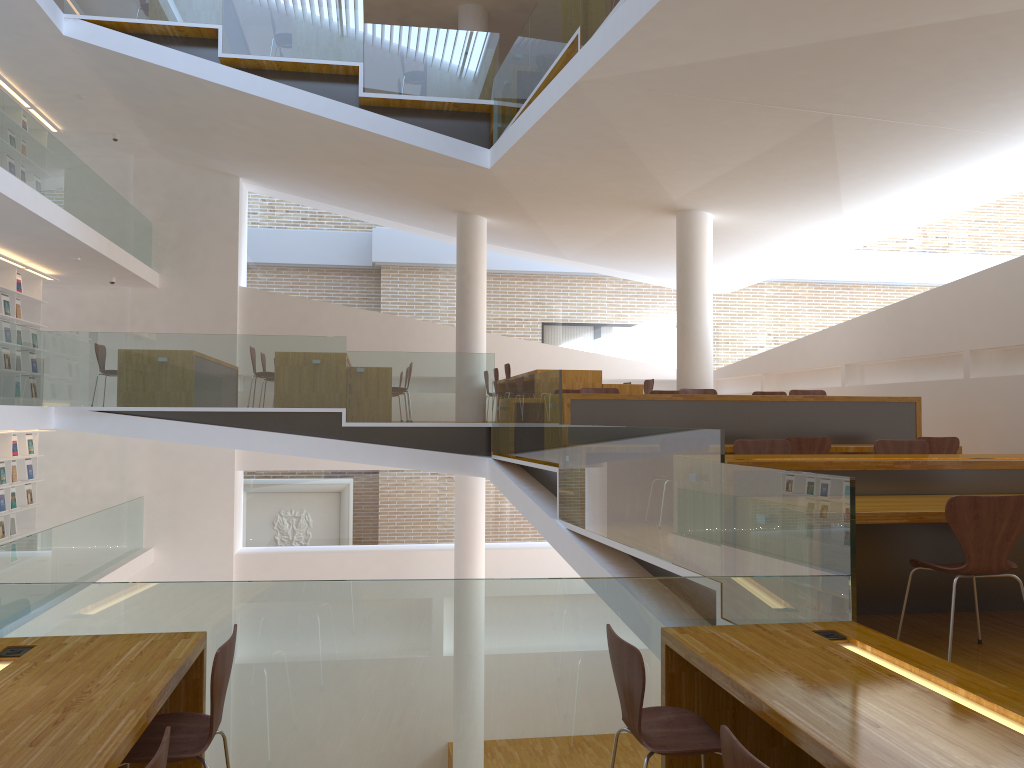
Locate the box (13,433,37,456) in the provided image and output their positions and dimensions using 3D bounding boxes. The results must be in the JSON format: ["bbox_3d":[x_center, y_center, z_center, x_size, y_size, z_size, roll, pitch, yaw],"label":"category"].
[{"bbox_3d":[-6.478,0.796,11.736,0.274,0.296,0.245,1,-2,-9],"label":"box"}]

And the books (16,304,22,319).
[{"bbox_3d":[-6.286,-0.912,11.290,0.037,0.210,0.145,1,-2,-9],"label":"books"}]

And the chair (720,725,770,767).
[{"bbox_3d":[0.661,1.092,1.812,0.381,0.693,0.428,1,-2,-9],"label":"chair"}]

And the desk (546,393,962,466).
[{"bbox_3d":[1.995,0.609,7.611,3.216,1.022,1.248,1,-2,-9],"label":"desk"}]

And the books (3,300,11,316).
[{"bbox_3d":[-6.231,-0.925,10.944,0.037,0.210,0.145,1,-2,-9],"label":"books"}]

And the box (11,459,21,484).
[{"bbox_3d":[-6.398,1.105,11.205,0.274,0.296,0.245,1,-2,-9],"label":"box"}]

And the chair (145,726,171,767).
[{"bbox_3d":[-0.895,1.082,1.733,0.381,0.693,0.428,1,-2,-9],"label":"chair"}]

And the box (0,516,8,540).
[{"bbox_3d":[-6.346,1.749,10.836,0.274,0.296,0.245,1,-2,-9],"label":"box"}]

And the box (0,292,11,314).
[{"bbox_3d":[-6.332,-0.967,10.926,0.274,0.296,0.245,1,-2,-9],"label":"box"}]

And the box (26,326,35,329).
[{"bbox_3d":[-6.472,-0.608,11.790,0.274,0.296,0.245,1,-2,-9],"label":"box"}]

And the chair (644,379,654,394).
[{"bbox_3d":[1.543,0.286,11.014,0.381,0.693,0.428,1,-2,-9],"label":"chair"}]

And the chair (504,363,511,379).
[{"bbox_3d":[0.106,0.113,10.435,0.381,0.693,0.428,1,-2,-9],"label":"chair"}]

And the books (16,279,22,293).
[{"bbox_3d":[-6.284,-1.226,11.302,0.037,0.210,0.145,1,-2,-9],"label":"books"}]

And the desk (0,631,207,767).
[{"bbox_3d":[-1.478,1.275,1.497,1.285,0.918,3.236,1,-2,-9],"label":"desk"}]

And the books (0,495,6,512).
[{"bbox_3d":[-6.239,1.462,10.854,0.037,0.210,0.145,1,-2,-9],"label":"books"}]

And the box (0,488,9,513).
[{"bbox_3d":[-6.343,1.420,10.836,0.274,0.296,0.245,1,-2,-9],"label":"box"}]

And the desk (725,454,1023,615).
[{"bbox_3d":[2.684,0.798,4.705,3.243,0.785,1.527,1,-2,-9],"label":"desk"}]

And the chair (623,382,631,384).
[{"bbox_3d":[1.391,0.321,11.973,0.381,0.693,0.428,1,-2,-9],"label":"chair"}]

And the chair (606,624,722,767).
[{"bbox_3d":[0.509,1.128,2.771,0.381,0.693,0.428,1,-2,-9],"label":"chair"}]

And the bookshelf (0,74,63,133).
[{"bbox_3d":[-6.207,-2.681,10.694,0.498,1.836,2.984,1,-2,-9],"label":"bookshelf"}]

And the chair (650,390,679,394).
[{"bbox_3d":[1.563,0.417,9.200,0.428,0.693,0.381,1,-2,-9],"label":"chair"}]

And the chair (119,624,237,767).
[{"bbox_3d":[-1.046,1.118,2.691,0.381,0.693,0.428,1,-2,-9],"label":"chair"}]

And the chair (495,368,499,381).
[{"bbox_3d":[-0.046,0.149,11.394,0.381,0.693,0.428,1,-2,-9],"label":"chair"}]

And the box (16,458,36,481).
[{"bbox_3d":[-6.480,1.123,11.724,0.274,0.296,0.245,1,-2,-9],"label":"box"}]

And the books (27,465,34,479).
[{"bbox_3d":[-6.376,1.175,11.742,0.037,0.210,0.145,1,-2,-9],"label":"books"}]

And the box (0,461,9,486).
[{"bbox_3d":[-6.341,1.092,10.848,0.274,0.296,0.245,1,-2,-9],"label":"box"}]

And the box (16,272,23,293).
[{"bbox_3d":[-6.387,-1.282,11.296,0.274,0.296,0.245,1,-2,-9],"label":"box"}]

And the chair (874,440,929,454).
[{"bbox_3d":[2.591,0.707,5.675,0.428,0.693,0.381,1,-2,-9],"label":"chair"}]

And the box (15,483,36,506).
[{"bbox_3d":[-6.484,1.453,11.725,0.274,0.296,0.245,1,-2,-9],"label":"box"}]

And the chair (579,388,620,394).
[{"bbox_3d":[0.852,0.375,8.191,0.428,0.693,0.381,1,-2,-9],"label":"chair"}]

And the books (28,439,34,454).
[{"bbox_3d":[-6.378,0.838,11.754,0.037,0.210,0.145,1,-2,-9],"label":"books"}]

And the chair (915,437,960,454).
[{"bbox_3d":[3.349,0.771,7.190,0.428,0.693,0.381,1,-2,-9],"label":"chair"}]

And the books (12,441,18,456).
[{"bbox_3d":[-6.294,0.824,11.224,0.037,0.210,0.145,1,-2,-9],"label":"books"}]

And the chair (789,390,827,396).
[{"bbox_3d":[2.910,0.396,8.477,0.428,0.693,0.381,1,-2,-9],"label":"chair"}]

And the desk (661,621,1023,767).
[{"bbox_3d":[1.168,1.140,1.728,0.760,0.606,3.185,1,-2,-9],"label":"desk"}]

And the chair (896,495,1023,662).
[{"bbox_3d":[1.911,0.802,3.748,0.428,0.693,0.381,1,-2,-9],"label":"chair"}]

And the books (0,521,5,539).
[{"bbox_3d":[-6.241,1.787,10.845,0.037,0.210,0.145,1,-2,-9],"label":"books"}]

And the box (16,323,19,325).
[{"bbox_3d":[-6.388,-0.627,11.261,0.274,0.296,0.245,1,-2,-9],"label":"box"}]

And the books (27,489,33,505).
[{"bbox_3d":[-6.378,1.500,11.733,0.037,0.210,0.145,1,-2,-9],"label":"books"}]

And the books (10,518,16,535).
[{"bbox_3d":[-6.293,1.799,11.173,0.037,0.210,0.145,1,-2,-9],"label":"books"}]

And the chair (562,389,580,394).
[{"bbox_3d":[0.604,0.407,9.048,0.428,0.693,0.381,1,-2,-9],"label":"chair"}]

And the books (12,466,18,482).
[{"bbox_3d":[-6.295,1.139,11.212,0.037,0.210,0.145,1,-2,-9],"label":"books"}]

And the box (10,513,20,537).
[{"bbox_3d":[-6.402,1.762,11.190,0.274,0.296,0.245,1,-2,-9],"label":"box"}]

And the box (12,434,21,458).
[{"bbox_3d":[-6.396,0.777,11.218,0.274,0.296,0.245,1,-2,-9],"label":"box"}]

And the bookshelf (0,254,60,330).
[{"bbox_3d":[-6.216,-0.636,10.616,0.498,1.836,2.984,1,-2,-9],"label":"bookshelf"}]

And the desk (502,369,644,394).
[{"bbox_3d":[0.647,0.280,11.665,1.247,0.762,3.194,1,-2,-9],"label":"desk"}]

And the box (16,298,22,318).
[{"bbox_3d":[-6.388,-0.955,11.284,0.274,0.296,0.245,1,-2,-9],"label":"box"}]

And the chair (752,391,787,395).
[{"bbox_3d":[2.662,0.430,9.412,0.428,0.693,0.381,1,-2,-9],"label":"chair"}]

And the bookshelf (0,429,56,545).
[{"bbox_3d":[-6.226,1.424,10.537,0.498,1.836,2.984,1,-2,-9],"label":"bookshelf"}]

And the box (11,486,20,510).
[{"bbox_3d":[-6.398,1.433,11.183,0.274,0.296,0.245,1,-2,-9],"label":"box"}]

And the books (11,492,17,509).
[{"bbox_3d":[-6.291,1.474,11.185,0.037,0.210,0.145,1,-2,-9],"label":"books"}]

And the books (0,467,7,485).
[{"bbox_3d":[-6.240,1.126,10.866,0.037,0.210,0.145,1,-2,-9],"label":"books"}]

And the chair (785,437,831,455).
[{"bbox_3d":[2.250,0.758,6.978,0.428,0.693,0.381,1,-2,-9],"label":"chair"}]

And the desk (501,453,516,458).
[{"bbox_3d":[1.592,0.475,9.610,3.356,0.606,0.760,1,-2,-9],"label":"desk"}]

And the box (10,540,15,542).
[{"bbox_3d":[-6.402,2.090,11.168,0.274,0.296,0.245,1,-2,-9],"label":"box"}]

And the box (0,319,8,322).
[{"bbox_3d":[-6.333,-0.640,10.914,0.274,0.296,0.245,1,-2,-9],"label":"box"}]

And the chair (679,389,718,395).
[{"bbox_3d":[1.811,0.385,8.343,0.428,0.693,0.381,1,-2,-9],"label":"chair"}]

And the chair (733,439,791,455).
[{"bbox_3d":[1.632,0.696,5.523,0.428,0.693,0.381,1,-2,-9],"label":"chair"}]
